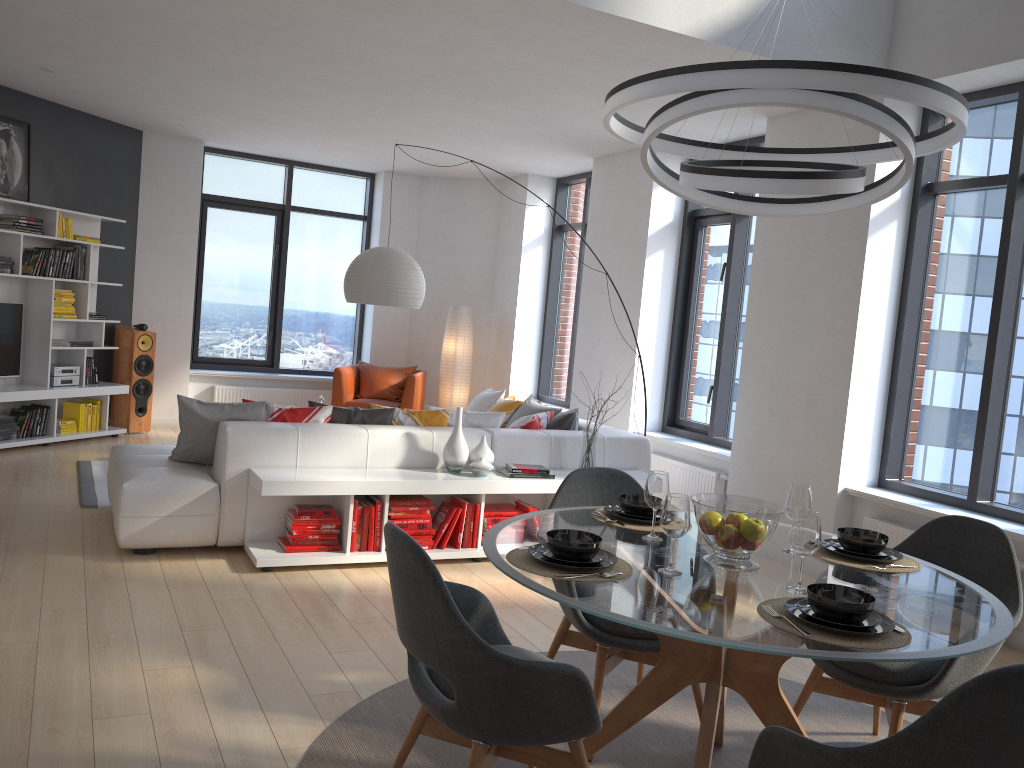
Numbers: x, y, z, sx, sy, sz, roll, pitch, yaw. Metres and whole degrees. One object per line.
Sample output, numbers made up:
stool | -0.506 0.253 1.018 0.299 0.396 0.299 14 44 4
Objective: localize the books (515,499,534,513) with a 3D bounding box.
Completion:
books | 0.107 0.859 5.527 0.134 0.248 0.192 3 5 -27

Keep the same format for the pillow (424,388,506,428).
pillow | -0.354 0.283 6.882 0.580 0.456 2.156 5 4 -1

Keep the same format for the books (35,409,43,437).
books | -4.158 0.325 7.674 0.179 0.243 0.068 6 4 17

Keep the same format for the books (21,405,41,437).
books | -4.172 0.319 7.649 0.192 0.254 0.075 6 4 17

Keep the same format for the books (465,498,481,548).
books | -0.246 0.832 5.322 0.028 0.269 0.181 3 5 -27

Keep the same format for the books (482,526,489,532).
books | -0.078 0.877 5.440 0.236 0.023 0.178 3 5 -27

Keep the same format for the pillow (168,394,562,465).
pillow | -0.881 0.290 6.100 2.953 0.453 0.647 2 5 -39

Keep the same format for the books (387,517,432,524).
books | -0.626 0.777 5.159 0.261 0.027 0.191 3 5 -31

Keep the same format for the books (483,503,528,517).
books | -0.089 0.780 5.474 0.301 0.032 0.227 3 5 -27

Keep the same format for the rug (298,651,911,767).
rug | 0.580 1.302 2.729 2.499 0.010 2.499 8 5 36

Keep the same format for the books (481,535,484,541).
books | -0.090 0.925 5.441 0.266 0.026 0.187 4 4 -21

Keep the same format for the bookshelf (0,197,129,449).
bookshelf | -4.292 -0.476 7.073 0.455 2.052 3.000 6 4 18

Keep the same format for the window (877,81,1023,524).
window | 2.783 -0.468 4.984 0.170 2.402 1.310 3 5 -27

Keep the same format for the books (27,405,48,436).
books | -4.150 0.318 7.710 0.191 0.249 0.084 6 4 18

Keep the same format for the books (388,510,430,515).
books | -0.632 0.728 5.155 0.257 0.025 0.182 3 5 -27

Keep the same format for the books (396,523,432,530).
books | -0.634 0.809 5.177 0.279 0.039 0.206 3 5 -26

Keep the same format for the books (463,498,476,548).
books | -0.277 0.832 5.324 0.028 0.266 0.188 3 5 -27

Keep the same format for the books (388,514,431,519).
books | -0.614 0.753 5.157 0.236 0.023 0.178 3 5 -27

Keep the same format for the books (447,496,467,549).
books | -0.334 0.822 5.286 0.046 0.282 0.199 3 5 -27

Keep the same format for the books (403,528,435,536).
books | -0.631 0.844 5.182 0.301 0.032 0.227 3 5 -27

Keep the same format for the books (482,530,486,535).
books | -0.082 0.900 5.450 0.257 0.025 0.182 3 5 -27

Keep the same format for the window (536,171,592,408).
window | 0.738 -0.946 9.077 0.170 2.402 1.310 3 5 -27

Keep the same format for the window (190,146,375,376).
window | -2.612 -1.321 10.085 1.960 2.402 0.170 3 5 -27

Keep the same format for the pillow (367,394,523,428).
pillow | -0.421 0.318 6.572 0.630 0.440 2.095 7 4 20

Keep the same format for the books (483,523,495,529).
books | -0.069 0.852 5.446 0.261 0.027 0.191 3 4 -23

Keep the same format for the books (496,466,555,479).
books | 0.080 0.548 5.493 0.300 0.026 0.245 4 4 -22

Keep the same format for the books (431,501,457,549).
books | -0.432 0.831 5.246 0.144 0.247 0.188 3 5 -27

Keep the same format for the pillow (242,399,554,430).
pillow | -0.651 0.359 5.851 2.250 0.449 0.575 3 5 -29

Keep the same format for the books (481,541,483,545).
books | -0.088 0.954 5.454 0.259 0.034 0.206 3 4 -24

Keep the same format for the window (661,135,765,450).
window | 1.761 -0.707 7.030 0.170 2.402 1.310 3 5 -27

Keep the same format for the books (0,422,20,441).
books | -4.311 0.387 7.329 0.277 0.137 0.343 6 4 13

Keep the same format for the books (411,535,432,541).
books | -0.621 0.875 5.150 0.266 0.026 0.187 3 5 -27

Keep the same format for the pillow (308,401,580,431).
pillow | -0.361 0.348 6.003 2.120 0.436 0.608 3 5 -31

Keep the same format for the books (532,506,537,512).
books | 0.152 0.871 5.543 0.148 0.232 0.171 3 5 -25

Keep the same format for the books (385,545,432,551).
books | -0.634 0.929 5.165 0.274 0.029 0.200 3 5 -27

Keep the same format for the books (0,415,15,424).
books | -4.326 0.293 7.324 0.250 0.047 0.310 6 4 14

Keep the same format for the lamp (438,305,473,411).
lamp | -0.455 -0.065 9.691 0.804 1.550 0.502 7 4 23

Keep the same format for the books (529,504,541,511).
books | 0.201 0.880 5.569 0.186 0.223 0.188 3 5 -26

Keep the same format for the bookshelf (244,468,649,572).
bookshelf | -0.237 0.794 5.360 2.600 0.500 0.356 3 5 -27

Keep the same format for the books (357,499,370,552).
books | -0.866 0.801 5.048 0.034 0.259 0.207 3 5 -27

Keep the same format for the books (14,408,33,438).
books | -4.201 0.333 7.566 0.187 0.234 0.096 7 4 18

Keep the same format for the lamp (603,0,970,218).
lamp | 0.948 -2.758 2.434 1.000 4.513 1.000 3 5 -25

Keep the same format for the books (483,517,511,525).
books | -0.076 0.818 5.457 0.279 0.039 0.206 3 5 -28

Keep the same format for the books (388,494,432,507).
books | -0.627 0.673 5.153 0.259 0.034 0.206 3 5 -30

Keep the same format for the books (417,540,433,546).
books | -0.620 0.903 5.149 0.282 0.030 0.188 3 5 -26

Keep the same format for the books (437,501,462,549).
books | -0.392 0.834 5.259 0.115 0.245 0.192 3 5 -27

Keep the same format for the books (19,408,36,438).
books | -4.178 0.333 7.591 0.169 0.233 0.081 6 4 17

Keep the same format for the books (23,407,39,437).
books | -4.155 0.330 7.620 0.172 0.242 0.069 7 4 19

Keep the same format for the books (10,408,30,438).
books | -4.207 0.334 7.533 0.182 0.234 0.104 6 4 18

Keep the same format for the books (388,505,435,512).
books | -0.609 0.705 5.155 0.266 0.026 0.187 3 5 -32

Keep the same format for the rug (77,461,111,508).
rug | -2.099 0.757 6.927 2.326 0.016 1.662 3 5 -27

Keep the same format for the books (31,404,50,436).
books | -4.140 0.312 7.742 0.197 0.260 0.066 6 4 18

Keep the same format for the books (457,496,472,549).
books | -0.308 0.826 5.318 0.038 0.270 0.215 3 5 -27

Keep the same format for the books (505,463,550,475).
books | 0.093 0.524 5.469 0.238 0.027 0.188 4 4 -13

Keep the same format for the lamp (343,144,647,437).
lamp | 0.321 -0.312 6.415 3.199 2.647 0.710 6 4 9
